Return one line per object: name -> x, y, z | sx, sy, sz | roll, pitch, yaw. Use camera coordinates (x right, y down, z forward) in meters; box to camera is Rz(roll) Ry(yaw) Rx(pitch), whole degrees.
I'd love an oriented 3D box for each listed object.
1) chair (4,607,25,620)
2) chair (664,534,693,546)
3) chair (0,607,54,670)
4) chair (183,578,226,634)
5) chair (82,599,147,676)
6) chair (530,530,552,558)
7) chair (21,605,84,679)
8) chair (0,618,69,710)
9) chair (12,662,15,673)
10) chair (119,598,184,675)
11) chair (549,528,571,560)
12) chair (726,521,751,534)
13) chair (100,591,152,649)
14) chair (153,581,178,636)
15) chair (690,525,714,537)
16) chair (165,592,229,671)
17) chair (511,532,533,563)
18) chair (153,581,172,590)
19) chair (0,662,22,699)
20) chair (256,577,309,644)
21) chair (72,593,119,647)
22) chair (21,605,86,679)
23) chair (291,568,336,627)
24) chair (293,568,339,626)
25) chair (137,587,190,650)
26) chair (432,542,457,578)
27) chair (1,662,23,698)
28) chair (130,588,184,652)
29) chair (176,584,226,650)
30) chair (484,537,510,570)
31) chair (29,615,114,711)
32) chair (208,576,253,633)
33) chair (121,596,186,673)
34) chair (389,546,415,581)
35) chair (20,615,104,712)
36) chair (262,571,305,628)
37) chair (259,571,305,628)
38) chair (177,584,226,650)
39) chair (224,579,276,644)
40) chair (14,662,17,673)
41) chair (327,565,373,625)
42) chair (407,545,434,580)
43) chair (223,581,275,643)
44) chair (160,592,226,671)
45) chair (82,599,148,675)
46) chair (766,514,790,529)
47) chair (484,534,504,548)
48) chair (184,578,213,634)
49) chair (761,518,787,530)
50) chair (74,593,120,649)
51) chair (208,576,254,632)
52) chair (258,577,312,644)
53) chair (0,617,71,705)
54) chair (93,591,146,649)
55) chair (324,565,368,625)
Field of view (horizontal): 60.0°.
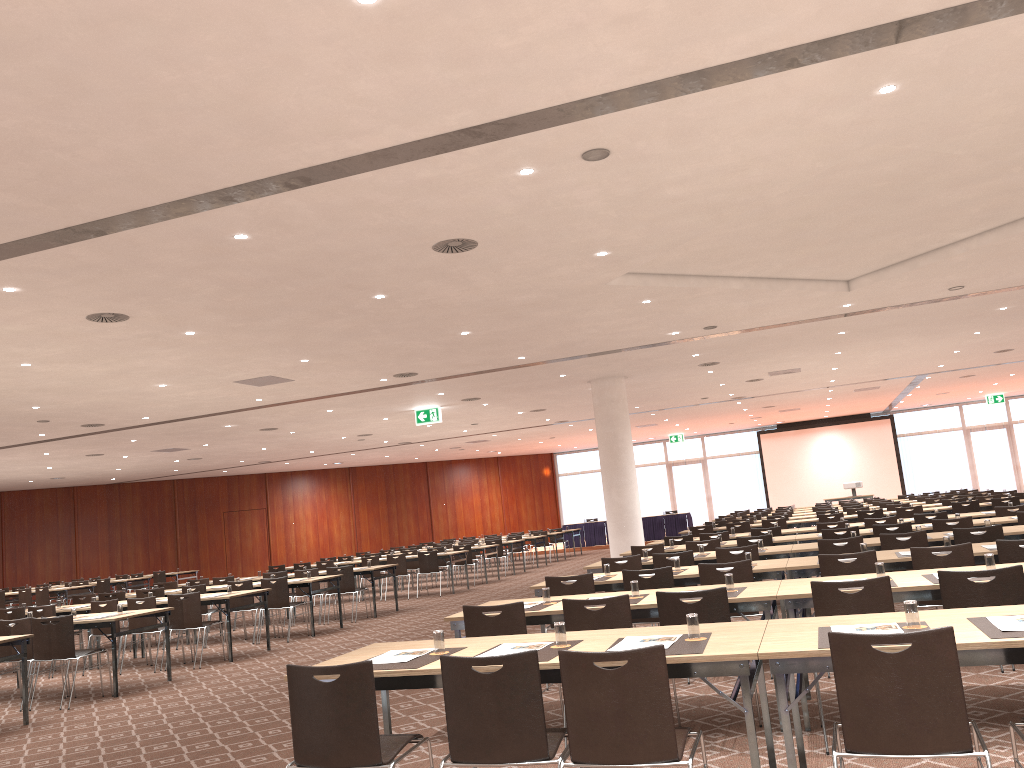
chair -> -6.825, 3.577, 12.374 | 0.536, 0.938, 0.614 | -8, -8, 17
chair -> 2.600, 2.761, 13.453 | 0.536, 0.938, 0.614 | -8, -8, 17
chair -> -6.867, 3.584, 12.387 | 0.536, 0.938, 0.614 | -8, -8, 17
chair -> -5.587, 4.001, 16.112 | 0.536, 0.938, 0.614 | -8, -8, 17
chair -> -5.307, 3.341, 11.836 | 0.536, 0.938, 0.614 | -8, -8, 15
chair -> 0.873, 5.106, 28.142 | 0.536, 0.938, 0.614 | -9, -8, 20
chair -> -6.273, 3.476, 12.072 | 0.536, 0.938, 0.614 | -9, -8, 19
chair -> -5.342, 3.038, 9.754 | 0.536, 0.938, 0.614 | -8, -8, 18
chair -> -7.516, 3.675, 12.553 | 0.536, 0.938, 0.614 | -9, -8, 20
chair -> -4.704, 3.238, 11.563 | 0.536, 0.938, 0.614 | -8, -8, 15
chair -> 1.459, 5.005, 27.866 | 0.536, 0.938, 0.614 | -9, -8, 18
chair -> 4.301, 3.050, 16.608 | 0.536, 0.938, 0.614 | -9, -8, 18
chair -> -6.195, 3.773, 14.140 | 0.536, 0.938, 0.614 | -9, -8, 20
chair -> -6.158, 4.076, 16.221 | 0.536, 0.938, 0.614 | -9, -8, 20
chair -> 3.660, 3.141, 16.772 | 0.536, 0.938, 0.614 | -9, -8, 19
chair -> -4.095, 3.164, 11.487 | 0.536, 0.938, 0.614 | -8, -8, 17
chair -> 0.275, 5.185, 28.251 | 0.536, 0.938, 0.614 | -8, -8, 16
chair -> -6.268, 4.092, 16.256 | 0.536, 0.938, 0.614 | -9, -8, 20
chair -> -6.001, 3.144, 10.013 | 0.536, 0.938, 0.614 | -8, -8, 17
chair -> -3.471, 3.372, 13.332 | 0.536, 0.938, 0.614 | -8, -8, 17
chair -> -6.836, 3.881, 14.425 | 0.536, 0.938, 0.614 | -8, -8, 16
chair -> -6.250, 3.472, 12.065 | 0.536, 0.938, 0.614 | -8, -8, 15
chair -> -3.481, 3.682, 15.428 | 0.536, 0.938, 0.614 | -8, -8, 15
chair -> -3.434, 3.675, 15.413 | 0.536, 0.938, 0.614 | -9, -8, 18
chair -> -5.542, 3.692, 14.050 | 0.536, 0.938, 0.614 | -9, -8, 20
chair -> -1.924, 4.913, 24.864 | 0.536, 0.938, 0.614 | -8, -8, 15
chair -> -5.988, 3.142, 10.009 | 0.536, 0.938, 0.614 | -8, -8, 17
chair -> -5.660, 3.710, 14.088 | 0.536, 0.938, 0.614 | -8, -8, 17
chair -> -4.783, 3.559, 13.681 | 0.536, 0.938, 0.614 | -9, -8, 20
chair -> -0.455, 4.690, 24.387 | 0.536, 0.938, 0.614 | -9, -8, 20
chair -> -4.714, 2.931, 9.473 | 0.536, 0.938, 0.614 | -9, -8, 19
chair -> -5.041, 3.907, 15.858 | 0.536, 0.938, 0.614 | -8, -8, 15
chair -> -4.697, 3.237, 11.560 | 0.536, 0.938, 0.614 | -8, -8, 16
chair -> -3.177, 5.112, 25.333 | 0.536, 0.938, 0.614 | -8, -8, 15
chair -> -4.833, 2.949, 9.512 | 0.536, 0.938, 0.614 | -8, -8, 17
chair -> -4.034, 3.772, 15.653 | 0.536, 0.938, 0.614 | -8, -8, 17
chair -> -4.097, 3.782, 15.673 | 0.536, 0.938, 0.614 | -9, -8, 21
chair -> -4.774, 3.558, 13.678 | 0.536, 0.938, 0.614 | -8, -8, 18
chair -> -4.038, 3.464, 13.561 | 0.536, 0.938, 0.614 | -8, -8, 17
chair -> -7.478, 3.670, 12.541 | 0.536, 0.938, 0.614 | -9, -8, 19
chair -> -2.794, 3.566, 15.128 | 0.536, 0.938, 0.614 | -8, -8, 17
chair -> -2.622, 5.006, 25.006 | 0.536, 0.938, 0.614 | -9, -8, 20
chair -> -4.043, 3.465, 13.563 | 0.536, 0.938, 0.614 | -8, -8, 15
chair -> -4.160, 3.174, 11.508 | 0.536, 0.938, 0.614 | -9, -8, 19
chair -> -5.308, 3.341, 11.836 | 0.536, 0.938, 0.614 | -8, -8, 17
chair -> 5.548, 3.170, 18.296 | 0.536, 0.938, 0.614 | -9, -8, 19
chair -> -0.599, 5.339, 28.682 | 0.536, 0.938, 0.614 | -8, -8, 16
chair -> -5.555, 3.996, 16.102 | 0.536, 0.938, 0.614 | -8, -8, 18
chair -> 4.892, 2.949, 16.336 | 0.536, 0.938, 0.614 | -9, -8, 18
chair -> -6.819, 3.879, 14.420 | 0.536, 0.938, 0.614 | -8, -8, 16
chair -> -5.042, 3.907, 15.858 | 0.536, 0.938, 0.614 | -8, -8, 18
chair -> -3.429, 3.365, 13.319 | 0.536, 0.938, 0.614 | -9, -8, 20
chair -> -5.306, 3.032, 9.743 | 0.536, 0.938, 0.614 | -8, -8, 17
chair -> -6.296, 3.788, 14.173 | 0.536, 0.938, 0.614 | -9, -8, 18
chair -> -2.869, 3.578, 15.152 | 0.536, 0.938, 0.614 | -8, -8, 16
